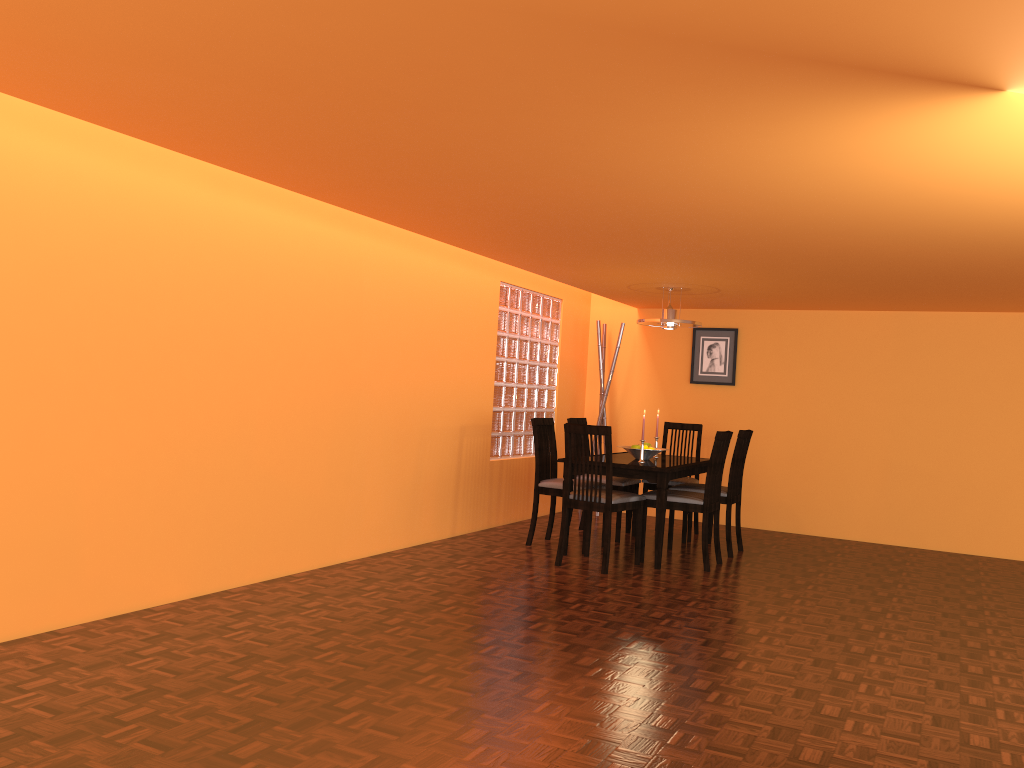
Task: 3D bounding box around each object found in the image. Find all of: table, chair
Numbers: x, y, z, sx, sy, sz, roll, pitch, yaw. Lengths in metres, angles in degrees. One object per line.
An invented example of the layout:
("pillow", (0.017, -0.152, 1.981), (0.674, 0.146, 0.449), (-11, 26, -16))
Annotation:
("table", (0.844, 0.772, 5.679), (0.697, 0.584, 1.259), (3, -1, 27))
("chair", (0.616, 0.650, 6.130), (0.465, 0.809, 0.373), (3, -1, 27))
("chair", (0.499, 0.634, 5.047), (0.373, 0.809, 0.465), (3, -1, 32))
("chair", (0.356, 0.630, 5.616), (0.465, 0.809, 0.373), (3, -1, 27))
("chair", (1.166, 0.684, 6.348), (0.373, 0.809, 0.465), (3, -1, 22))
("chair", (1.297, 0.687, 5.782), (0.465, 0.809, 0.373), (3, -1, 27))
("chair", (1.037, 0.668, 5.268), (0.465, 0.809, 0.373), (3, -1, 27))

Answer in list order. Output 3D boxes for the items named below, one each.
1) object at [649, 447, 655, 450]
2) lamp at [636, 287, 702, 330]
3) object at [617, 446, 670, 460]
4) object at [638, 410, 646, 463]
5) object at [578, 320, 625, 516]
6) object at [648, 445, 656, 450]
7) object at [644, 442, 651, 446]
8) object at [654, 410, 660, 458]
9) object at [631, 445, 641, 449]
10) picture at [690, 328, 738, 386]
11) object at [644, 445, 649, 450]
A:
("object", (0.874, 0.422, 5.585), (0.055, 0.046, 0.046), (3, 0, -10))
("lamp", (1.064, -0.508, 5.975), (0.435, 0.274, 0.435), (4, -1, -41))
("object", (0.833, 0.443, 5.651), (0.337, 0.072, 0.337), (3, 0, -7))
("object", (0.795, 0.311, 5.382), (0.044, 0.326, 0.044), (3, -1, 16))
("object", (0.747, 0.280, 7.241), (0.226, 1.589, 0.308), (4, -1, -41))
("object", (0.894, 0.424, 5.643), (0.055, 0.070, 0.066), (3, 0, 8))
("object", (0.866, 0.410, 5.717), (0.069, 0.066, 0.069), (3, -1, 37))
("object", (0.965, 0.326, 5.903), (0.044, 0.326, 0.044), (3, -1, 16))
("object", (0.795, 0.426, 5.640), (0.089, 0.076, 0.087), (3, -1, 33))
("picture", (1.617, -0.221, 7.102), (0.361, 0.456, 0.014), (3, -1, 27))
("object", (0.834, 0.408, 5.555), (0.046, 0.046, 0.055), (3, 0, 10))
